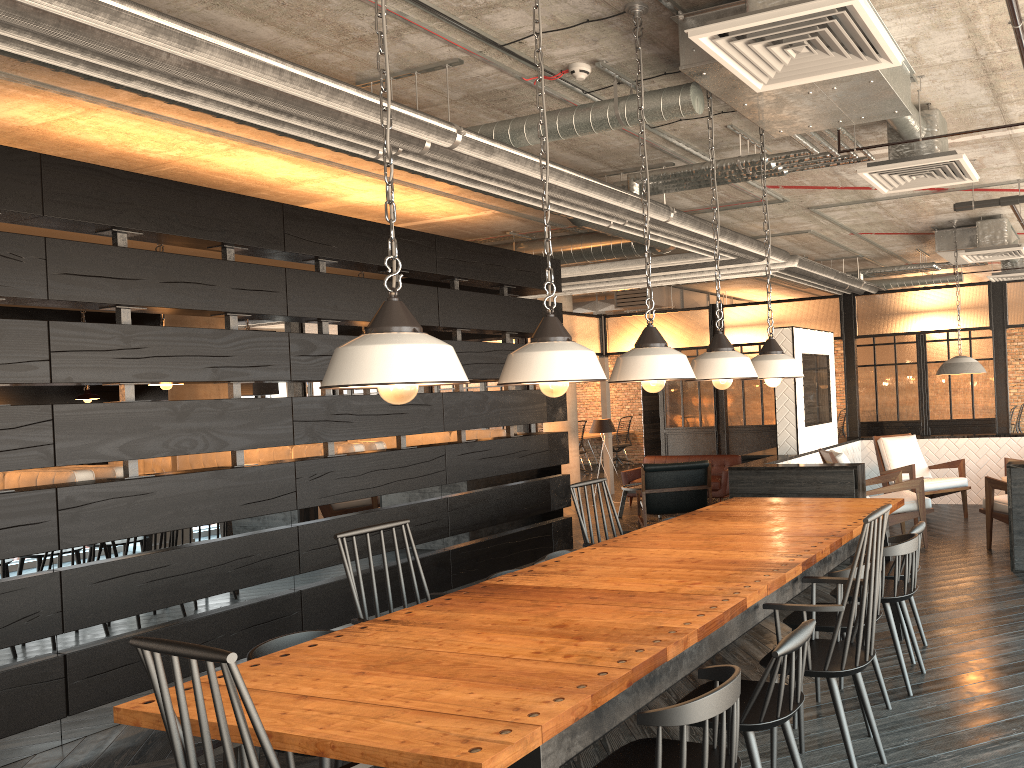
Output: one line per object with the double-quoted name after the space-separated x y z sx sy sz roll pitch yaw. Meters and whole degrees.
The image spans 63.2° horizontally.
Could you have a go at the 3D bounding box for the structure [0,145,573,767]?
-3.771 0.427 6.088 5.389 2.741 6.197 -3 -1 31 "structure"

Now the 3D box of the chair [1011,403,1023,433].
8.563 0.852 14.386 0.616 1.063 0.783 -3 0 31 "chair"

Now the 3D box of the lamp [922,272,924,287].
7.165 -1.237 13.794 0.263 0.857 3.869 -3 -1 35 "lamp"

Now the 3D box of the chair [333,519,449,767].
-0.345 1.069 3.242 0.432 1.033 0.518 -3 0 31 "chair"

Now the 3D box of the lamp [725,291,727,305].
4.564 -1.091 14.972 0.263 0.857 3.869 -3 -1 35 "lamp"

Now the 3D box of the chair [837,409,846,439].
5.962 0.997 15.565 0.616 1.063 0.783 -3 0 31 "chair"

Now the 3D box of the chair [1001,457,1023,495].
5.706 0.955 8.739 1.016 0.907 0.665 -3 0 -12 "chair"

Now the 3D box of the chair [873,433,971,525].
4.481 1.021 9.185 0.805 0.907 0.835 -3 0 -18 "chair"

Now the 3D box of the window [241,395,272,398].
-5.532 0.630 15.383 0.216 2.874 2.824 -3 0 35 "window"

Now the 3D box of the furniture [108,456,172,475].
-3.780 1.225 8.760 1.673 1.260 0.653 -3 0 26 "furniture"

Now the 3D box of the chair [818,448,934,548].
3.388 1.045 7.790 0.968 0.907 0.702 -3 0 -2 "chair"

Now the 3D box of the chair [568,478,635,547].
0.637 1.050 4.620 0.432 1.033 0.518 -3 0 31 "chair"

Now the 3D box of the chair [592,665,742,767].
0.423 1.162 2.286 0.393 0.737 0.423 -3 0 30 "chair"

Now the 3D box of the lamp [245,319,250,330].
-2.521 -0.936 7.850 0.380 1.503 0.509 -3 0 39 "lamp"

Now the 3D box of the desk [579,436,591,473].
0.722 1.423 15.910 0.704 0.720 1.863 -3 -1 34 "desk"

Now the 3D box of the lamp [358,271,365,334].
-1.227 -0.506 6.872 0.175 1.050 0.212 -3 0 24 "lamp"

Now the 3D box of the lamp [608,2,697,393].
0.543 -0.830 3.427 0.311 1.737 0.421 -3 0 42 "lamp"

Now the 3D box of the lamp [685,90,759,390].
0.984 -0.839 4.046 0.423 1.737 0.309 -3 0 -41 "lamp"

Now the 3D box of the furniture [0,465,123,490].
-2.821 1.099 4.641 1.661 1.260 1.207 -3 0 28 "furniture"

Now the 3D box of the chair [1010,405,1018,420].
7.468 0.873 12.849 0.616 1.063 0.783 -3 0 31 "chair"

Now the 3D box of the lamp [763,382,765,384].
2.756 -0.060 8.753 0.238 0.171 0.187 -3 0 -4 "lamp"

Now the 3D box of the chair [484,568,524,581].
0.127 1.202 3.653 0.393 0.737 0.423 -3 0 30 "chair"

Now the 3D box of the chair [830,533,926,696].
1.847 1.132 4.207 0.393 0.737 0.423 -3 0 30 "chair"

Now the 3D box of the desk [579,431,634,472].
1.804 1.402 17.428 0.704 0.720 1.863 -3 -1 34 "desk"

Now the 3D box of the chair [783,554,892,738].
1.465 1.141 3.757 0.393 0.737 0.423 -3 0 30 "chair"

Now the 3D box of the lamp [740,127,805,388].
1.425 -0.847 4.665 0.423 1.737 0.309 -3 0 -41 "lamp"

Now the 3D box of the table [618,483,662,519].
1.733 1.440 10.370 0.638 0.372 0.790 -3 -1 26 "table"

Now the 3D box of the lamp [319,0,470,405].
-0.340 -0.813 2.188 0.407 1.737 0.325 -3 0 -19 "lamp"

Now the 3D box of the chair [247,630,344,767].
-0.609 1.220 2.754 0.393 0.737 0.423 -3 0 30 "chair"

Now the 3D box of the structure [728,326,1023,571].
4.389 0.406 8.460 3.496 2.115 4.187 -3 -1 31 "structure"

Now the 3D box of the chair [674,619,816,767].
0.775 1.160 2.767 0.409 0.726 0.423 -3 0 30 "chair"

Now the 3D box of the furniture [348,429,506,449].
-0.841 1.060 7.421 1.664 1.260 0.665 -3 0 26 "furniture"

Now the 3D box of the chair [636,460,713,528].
1.745 1.203 9.022 0.784 0.795 0.980 -3 -1 -2 "chair"

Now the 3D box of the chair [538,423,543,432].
0.754 1.288 17.854 0.616 1.063 0.783 -3 0 31 "chair"

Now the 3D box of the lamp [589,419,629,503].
1.514 1.076 11.798 0.908 1.178 0.507 -3 0 -13 "lamp"

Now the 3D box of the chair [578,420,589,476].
1.060 1.232 15.754 0.616 1.063 0.783 -3 0 31 "chair"

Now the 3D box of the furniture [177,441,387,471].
-1.714 1.077 6.196 1.661 1.260 1.207 -3 0 28 "furniture"

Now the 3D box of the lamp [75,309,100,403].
-4.221 -0.338 8.229 0.218 1.050 0.169 -3 0 -22 "lamp"

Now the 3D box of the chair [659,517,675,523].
1.126 1.182 5.023 0.393 0.737 0.423 -3 0 30 "chair"

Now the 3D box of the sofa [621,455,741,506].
2.332 1.298 11.241 1.433 0.637 0.757 -3 -1 27 "sofa"

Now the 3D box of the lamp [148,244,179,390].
-2.271 -0.485 5.407 0.166 1.050 0.222 -3 0 39 "lamp"

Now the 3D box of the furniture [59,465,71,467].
-4.657 1.242 7.529 1.670 1.260 1.206 -3 0 28 "furniture"

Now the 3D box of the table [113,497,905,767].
0.726 1.146 3.589 1.047 0.791 4.251 -3 -1 35 "table"

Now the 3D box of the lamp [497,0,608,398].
0.102 -0.821 2.808 0.337 1.737 0.395 -3 0 20 "lamp"

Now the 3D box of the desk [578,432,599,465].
1.154 1.439 17.723 0.704 0.720 1.863 -3 -1 34 "desk"

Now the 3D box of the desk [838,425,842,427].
5.612 1.189 15.703 0.704 0.720 1.863 -3 -1 34 "desk"

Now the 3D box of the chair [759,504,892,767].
1.209 0.995 3.202 0.432 1.033 0.518 -3 0 31 "chair"

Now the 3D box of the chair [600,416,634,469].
2.154 1.211 17.290 0.616 1.063 0.783 -3 0 31 "chair"

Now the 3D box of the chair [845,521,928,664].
2.085 1.136 4.649 0.409 0.726 0.423 -3 0 30 "chair"

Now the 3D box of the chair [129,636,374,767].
-0.501 1.051 1.943 0.397 1.033 0.561 -3 0 36 "chair"

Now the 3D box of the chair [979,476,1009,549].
4.624 0.975 7.188 0.818 0.907 0.819 -3 0 -24 "chair"

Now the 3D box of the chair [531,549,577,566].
0.392 1.205 4.144 0.409 0.726 0.423 -3 0 30 "chair"

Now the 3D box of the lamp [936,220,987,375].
4.481 -0.872 8.363 0.436 1.545 0.583 -3 0 39 "lamp"
